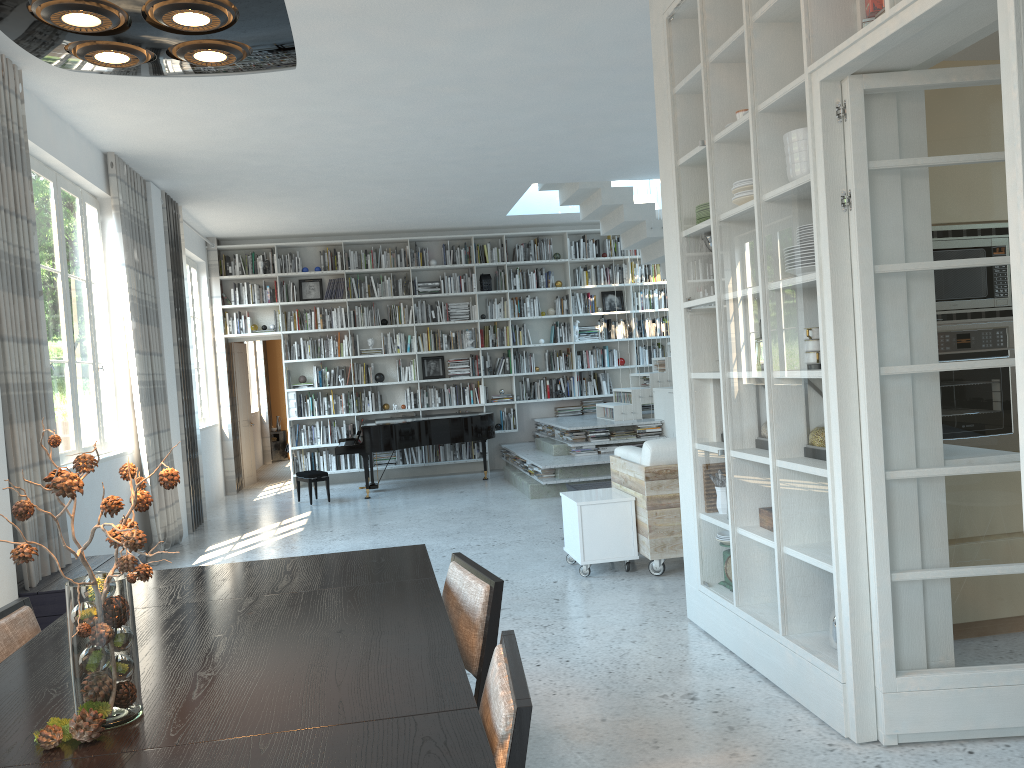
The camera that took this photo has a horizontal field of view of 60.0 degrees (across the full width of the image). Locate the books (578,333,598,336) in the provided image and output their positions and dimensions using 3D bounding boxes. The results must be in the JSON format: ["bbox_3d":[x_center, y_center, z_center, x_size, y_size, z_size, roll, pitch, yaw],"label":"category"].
[{"bbox_3d":[1.022,-0.669,12.049,0.254,0.012,0.161,-4,1,-14],"label":"books"}]

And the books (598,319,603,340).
[{"bbox_3d":[1.212,-0.735,12.089,0.012,0.285,0.159,-4,2,-9],"label":"books"}]

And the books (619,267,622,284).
[{"bbox_3d":[1.454,-1.467,12.095,0.030,0.241,0.162,-4,2,-9],"label":"books"}]

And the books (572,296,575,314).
[{"bbox_3d":[0.821,-1.061,12.031,0.030,0.253,0.128,-4,2,-9],"label":"books"}]

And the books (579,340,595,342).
[{"bbox_3d":[1.026,-0.585,12.051,0.285,0.012,0.159,-4,1,-14],"label":"books"}]

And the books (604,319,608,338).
[{"bbox_3d":[1.275,-0.737,12.097,0.013,0.280,0.131,-4,2,-9],"label":"books"}]

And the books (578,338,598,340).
[{"bbox_3d":[1.024,-0.609,12.053,0.254,0.012,0.161,-4,1,-13],"label":"books"}]

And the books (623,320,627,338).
[{"bbox_3d":[1.539,-0.743,12.134,0.024,0.255,0.145,-4,2,-9],"label":"books"}]

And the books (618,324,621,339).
[{"bbox_3d":[1.454,-0.716,12.129,0.025,0.213,0.155,-4,2,-9],"label":"books"}]

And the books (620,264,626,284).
[{"bbox_3d":[1.514,-1.493,12.109,0.026,0.284,0.147,-4,2,-9],"label":"books"}]

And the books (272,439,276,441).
[{"bbox_3d":[-4.225,0.989,15.517,0.128,0.030,0.182,-4,1,13],"label":"books"}]

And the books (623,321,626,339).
[{"bbox_3d":[1.510,-0.733,12.115,0.041,0.239,0.176,-4,2,-9],"label":"books"}]

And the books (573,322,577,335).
[{"bbox_3d":[0.854,-0.701,12.035,0.028,0.267,0.137,-4,2,-9],"label":"books"}]

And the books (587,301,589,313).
[{"bbox_3d":[1.007,-1.081,12.049,0.020,0.267,0.152,-4,2,-9],"label":"books"}]

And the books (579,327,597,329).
[{"bbox_3d":[1.017,-0.754,12.053,0.254,0.012,0.161,-4,1,-7],"label":"books"}]

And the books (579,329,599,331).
[{"bbox_3d":[1.020,-0.730,12.047,0.285,0.012,0.159,-4,1,-14],"label":"books"}]

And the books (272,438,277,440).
[{"bbox_3d":[-4.230,0.963,15.515,0.133,0.022,0.189,-3,1,42],"label":"books"}]

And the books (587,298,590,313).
[{"bbox_3d":[1.029,-1.052,12.027,0.013,0.207,0.189,-4,1,-9],"label":"books"}]

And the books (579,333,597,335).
[{"bbox_3d":[1.019,-0.682,12.059,0.254,0.012,0.161,-4,1,-9],"label":"books"}]

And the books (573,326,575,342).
[{"bbox_3d":[0.833,-0.676,12.001,0.027,0.221,0.184,-4,2,-9],"label":"books"}]

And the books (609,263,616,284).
[{"bbox_3d":[1.368,-1.487,12.071,0.022,0.294,0.180,-4,2,-9],"label":"books"}]

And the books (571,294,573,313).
[{"bbox_3d":[0.792,-1.074,12.018,0.031,0.284,0.137,-4,2,-9],"label":"books"}]

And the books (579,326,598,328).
[{"bbox_3d":[1.016,-0.766,12.053,0.285,0.012,0.159,-4,1,-11],"label":"books"}]

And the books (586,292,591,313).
[{"bbox_3d":[1.038,-1.092,12.039,0.014,0.285,0.175,-4,2,-9],"label":"books"}]

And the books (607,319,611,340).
[{"bbox_3d":[1.313,-0.740,12.090,0.059,0.282,0.167,-4,2,-9],"label":"books"}]

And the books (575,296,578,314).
[{"bbox_3d":[0.860,-1.060,12.015,0.011,0.248,0.155,-4,2,-9],"label":"books"}]

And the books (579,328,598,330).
[{"bbox_3d":[1.018,-0.742,12.054,0.285,0.012,0.159,-4,1,-7],"label":"books"}]

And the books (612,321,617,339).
[{"bbox_3d":[1.396,-0.731,12.128,0.031,0.250,0.133,-4,2,-9],"label":"books"}]

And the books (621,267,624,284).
[{"bbox_3d":[1.492,-1.466,12.110,0.022,0.234,0.158,-4,2,-9],"label":"books"}]

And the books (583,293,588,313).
[{"bbox_3d":[0.992,-1.090,12.033,0.012,0.287,0.176,-4,2,-9],"label":"books"}]

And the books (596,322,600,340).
[{"bbox_3d":[1.172,-0.716,12.073,0.012,0.254,0.161,-4,2,-9],"label":"books"}]

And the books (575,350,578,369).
[{"bbox_3d":[0.864,-0.326,12.041,0.012,0.254,0.161,-4,2,-9],"label":"books"}]

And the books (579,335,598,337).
[{"bbox_3d":[1.021,-0.645,12.056,0.254,0.012,0.161,-4,1,-7],"label":"books"}]

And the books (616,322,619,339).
[{"bbox_3d":[1.426,-0.725,12.131,0.028,0.235,0.129,-4,2,-9],"label":"books"}]

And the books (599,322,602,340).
[{"bbox_3d":[1.186,-0.714,12.093,0.023,0.247,0.138,-4,2,-9],"label":"books"}]

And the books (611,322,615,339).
[{"bbox_3d":[1.368,-0.725,12.105,0.031,0.242,0.147,-4,2,-9],"label":"books"}]

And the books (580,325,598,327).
[{"bbox_3d":[1.016,-0.778,12.052,0.285,0.012,0.159,-4,1,-7],"label":"books"}]

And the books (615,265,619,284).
[{"bbox_3d":[1.422,-1.480,12.082,0.036,0.272,0.177,-4,2,-9],"label":"books"}]

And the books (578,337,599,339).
[{"bbox_3d":[1.024,-0.621,12.050,0.285,0.012,0.159,-4,1,-4],"label":"books"}]

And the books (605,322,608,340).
[{"bbox_3d":[1.258,-0.714,12.077,0.030,0.236,0.179,-4,2,-9],"label":"books"}]

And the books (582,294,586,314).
[{"bbox_3d":[0.962,-1.079,12.053,0.043,0.269,0.131,-4,2,-9],"label":"books"}]

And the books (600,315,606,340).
[{"bbox_3d":[1.236,-0.763,12.065,0.010,0.339,0.180,-4,2,-9],"label":"books"}]

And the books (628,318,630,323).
[{"bbox_3d":[1.611,-0.763,12.161,0.029,0.284,0.138,-4,2,-9],"label":"books"}]

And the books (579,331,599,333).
[{"bbox_3d":[1.021,-0.706,12.052,0.285,0.012,0.159,-4,1,-12],"label":"books"}]

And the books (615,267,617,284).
[{"bbox_3d":[1.398,-1.467,12.087,0.011,0.249,0.152,-4,2,-9],"label":"books"}]

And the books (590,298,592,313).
[{"bbox_3d":[1.063,-1.057,12.047,0.033,0.213,0.152,-4,2,-9],"label":"books"}]

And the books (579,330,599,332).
[{"bbox_3d":[1.020,-0.718,12.054,0.285,0.012,0.159,-4,1,-7],"label":"books"}]

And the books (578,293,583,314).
[{"bbox_3d":[0.936,-1.085,12.038,0.012,0.285,0.159,-4,2,-9],"label":"books"}]

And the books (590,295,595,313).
[{"bbox_3d":[1.088,-1.079,12.050,0.021,0.253,0.167,-4,2,-9],"label":"books"}]

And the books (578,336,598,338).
[{"bbox_3d":[1.023,-0.633,12.052,0.254,0.012,0.161,-4,1,-5],"label":"books"}]

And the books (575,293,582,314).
[{"bbox_3d":[0.895,-1.084,12.026,0.065,0.289,0.145,-4,2,-9],"label":"books"}]

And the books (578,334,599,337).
[{"bbox_3d":[1.021,-0.657,12.056,0.285,0.012,0.159,-4,1,-11],"label":"books"}]

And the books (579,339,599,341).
[{"bbox_3d":[1.025,-0.597,12.053,0.285,0.012,0.159,-4,1,-5],"label":"books"}]

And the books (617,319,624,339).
[{"bbox_3d":[1.478,-0.747,12.108,0.021,0.271,0.191,-4,2,-9],"label":"books"}]

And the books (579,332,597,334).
[{"bbox_3d":[1.022,-0.694,12.049,0.254,0.012,0.161,-4,1,-4],"label":"books"}]

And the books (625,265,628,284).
[{"bbox_3d":[1.543,-1.485,12.112,0.031,0.265,0.169,-4,2,-9],"label":"books"}]

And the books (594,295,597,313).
[{"bbox_3d":[1.114,-1.076,12.044,0.026,0.244,0.178,-4,2,-9],"label":"books"}]

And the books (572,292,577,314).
[{"bbox_3d":[0.844,-1.086,12.021,0.015,0.301,0.140,-4,2,-9],"label":"books"}]

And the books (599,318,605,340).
[{"bbox_3d":[1.227,-0.743,12.065,0.011,0.300,0.184,-4,2,-9],"label":"books"}]
